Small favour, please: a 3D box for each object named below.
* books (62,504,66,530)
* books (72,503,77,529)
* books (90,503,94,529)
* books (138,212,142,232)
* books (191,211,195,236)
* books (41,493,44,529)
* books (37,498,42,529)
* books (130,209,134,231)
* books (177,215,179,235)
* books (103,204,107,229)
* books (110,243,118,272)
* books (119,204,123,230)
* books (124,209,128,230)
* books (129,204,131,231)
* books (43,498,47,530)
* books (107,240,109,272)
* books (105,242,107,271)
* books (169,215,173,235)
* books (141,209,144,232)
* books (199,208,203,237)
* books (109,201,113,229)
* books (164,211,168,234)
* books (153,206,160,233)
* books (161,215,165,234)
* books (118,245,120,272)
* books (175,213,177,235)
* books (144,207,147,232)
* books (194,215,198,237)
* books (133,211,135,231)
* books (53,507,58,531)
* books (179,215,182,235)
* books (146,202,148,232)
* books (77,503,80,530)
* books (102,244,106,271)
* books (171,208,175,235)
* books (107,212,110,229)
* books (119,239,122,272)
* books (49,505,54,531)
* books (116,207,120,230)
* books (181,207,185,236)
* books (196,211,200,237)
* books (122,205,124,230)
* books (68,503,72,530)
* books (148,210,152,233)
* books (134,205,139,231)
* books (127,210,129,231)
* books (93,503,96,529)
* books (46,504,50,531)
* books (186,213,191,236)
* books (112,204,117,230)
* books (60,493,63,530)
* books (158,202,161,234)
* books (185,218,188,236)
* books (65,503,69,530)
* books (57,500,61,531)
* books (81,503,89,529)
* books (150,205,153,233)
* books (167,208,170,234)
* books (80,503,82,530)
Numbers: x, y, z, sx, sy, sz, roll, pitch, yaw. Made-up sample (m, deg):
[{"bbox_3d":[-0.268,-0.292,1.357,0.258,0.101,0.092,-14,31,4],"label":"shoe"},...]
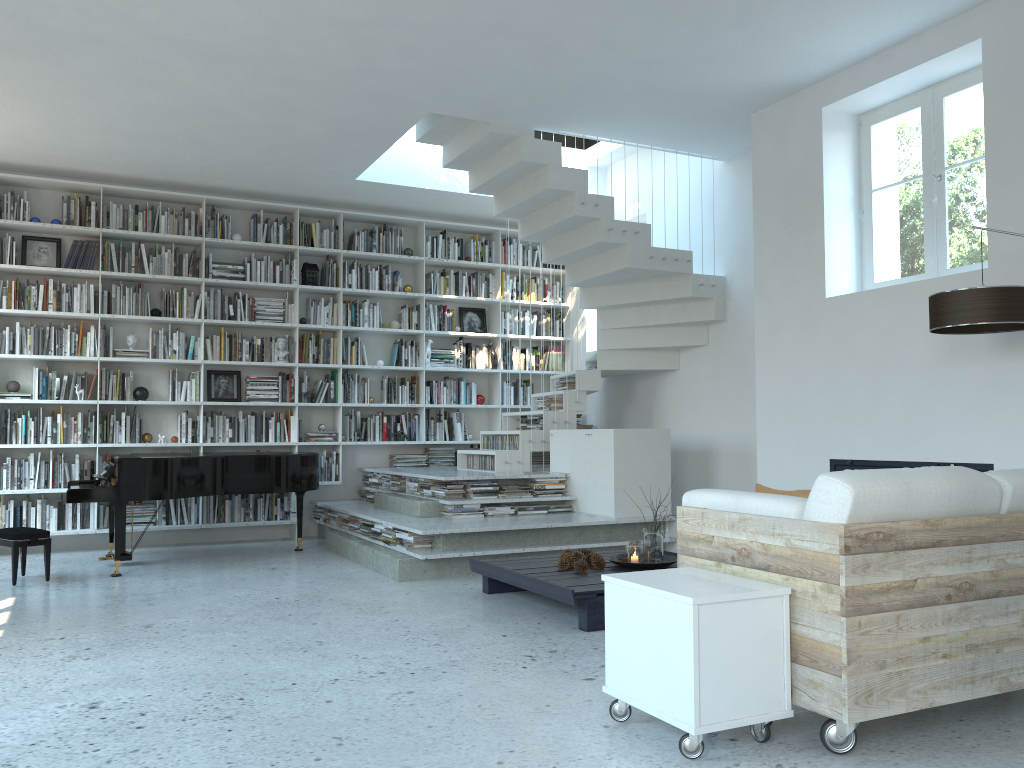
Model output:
[{"bbox_3d":[-3.810,1.127,7.540,0.024,0.214,0.137,1,-3,-26],"label":"books"},{"bbox_3d":[-3.741,1.104,7.585,0.040,0.264,0.137,1,-3,-26],"label":"books"},{"bbox_3d":[-3.620,1.100,7.636,0.027,0.276,0.143,1,-3,-26],"label":"books"},{"bbox_3d":[-3.315,-1.410,7.895,0.030,0.201,0.152,1,-3,-26],"label":"books"},{"bbox_3d":[-2.923,-1.431,8.095,0.029,0.261,0.151,1,-3,-26],"label":"books"},{"bbox_3d":[-3.953,1.078,7.469,0.014,0.304,0.139,1,-3,-26],"label":"books"},{"bbox_3d":[-3.965,1.096,7.441,0.031,0.266,0.186,1,-3,-26],"label":"books"},{"bbox_3d":[-3.383,-1.428,7.882,0.025,0.234,0.129,1,-3,-26],"label":"books"},{"bbox_3d":[-3.024,-1.408,8.013,0.013,0.207,0.178,1,-3,-26],"label":"books"},{"bbox_3d":[-3.564,-1.435,7.761,0.029,0.237,0.156,1,-3,-26],"label":"books"},{"bbox_3d":[-3.497,-1.085,7.791,0.067,0.274,0.168,1,-3,-26],"label":"books"},{"bbox_3d":[-3.453,-1.439,7.821,0.023,0.251,0.170,1,-3,-26],"label":"books"},{"bbox_3d":[-3.411,-1.417,7.822,0.029,0.208,0.178,1,-3,-26],"label":"books"},{"bbox_3d":[-3.388,-1.444,7.852,0.010,0.264,0.160,1,-3,-26],"label":"books"},{"bbox_3d":[-3.928,1.097,7.460,0.025,0.266,0.159,1,-3,-26],"label":"books"},{"bbox_3d":[-3.549,-1.102,7.783,0.014,0.309,0.130,1,-3,-26],"label":"books"},{"bbox_3d":[-3.552,-1.091,7.758,0.013,0.283,0.158,1,-3,-26],"label":"books"},{"bbox_3d":[-3.090,-1.411,8.018,0.029,0.213,0.141,1,-3,-26],"label":"books"},{"bbox_3d":[-3.294,-1.427,7.903,0.013,0.234,0.154,1,-3,-26],"label":"books"},{"bbox_3d":[-2.854,-1.444,8.109,0.026,0.288,0.176,1,-3,-26],"label":"books"},{"bbox_3d":[-3.531,-1.453,7.806,0.021,0.279,0.141,1,-3,-26],"label":"books"},{"bbox_3d":[-3.123,-1.423,7.991,0.026,0.235,0.134,1,-3,-26],"label":"books"},{"bbox_3d":[-3.192,-1.444,7.942,0.052,0.272,0.172,1,-3,-26],"label":"books"},{"bbox_3d":[-3.144,-1.401,7.970,0.031,0.190,0.181,1,-3,-26],"label":"books"},{"bbox_3d":[-3.459,-1.077,7.801,0.011,0.260,0.157,1,-3,-26],"label":"books"},{"bbox_3d":[-3.045,-1.418,8.017,0.021,0.228,0.161,1,-3,-26],"label":"books"},{"bbox_3d":[-3.269,-1.435,7.907,0.013,0.251,0.183,1,-3,-26],"label":"books"},{"bbox_3d":[-2.888,-1.414,8.087,0.026,0.225,0.172,1,-3,-26],"label":"books"},{"bbox_3d":[-3.363,-1.418,7.883,0.012,0.216,0.150,1,-3,-26],"label":"books"},{"bbox_3d":[-3.854,1.137,7.485,0.031,0.188,0.190,1,-3,-26],"label":"books"},{"bbox_3d":[-3.005,-1.404,8.019,0.026,0.200,0.187,1,-3,-26],"label":"books"},{"bbox_3d":[-3.259,-1.458,7.916,0.010,0.298,0.151,1,-3,-26],"label":"books"},{"bbox_3d":[-3.701,1.087,7.572,0.021,0.295,0.188,1,-3,-26],"label":"books"},{"bbox_3d":[-3.561,-1.078,7.737,0.023,0.256,0.175,1,-3,-26],"label":"books"},{"bbox_3d":[-3.058,-1.438,8.004,0.014,0.266,0.192,1,-3,-26],"label":"books"},{"bbox_3d":[-3.547,-1.406,7.786,0.024,0.183,0.133,1,-3,-26],"label":"books"},{"bbox_3d":[-3.445,-1.105,7.799,0.012,0.315,0.171,1,-3,-26],"label":"books"},{"bbox_3d":[-3.884,1.127,7.479,0.028,0.206,0.171,1,-3,-26],"label":"books"},{"bbox_3d":[-3.473,-1.424,7.808,0.023,0.220,0.181,1,-3,-26],"label":"books"},{"bbox_3d":[-2.987,-1.445,8.050,0.013,0.285,0.159,1,-3,-26],"label":"books"},{"bbox_3d":[-2.874,-1.434,8.104,0.014,0.267,0.171,1,-3,-26],"label":"books"},{"bbox_3d":[-3.435,-1.438,7.825,0.012,0.249,0.174,1,-3,-26],"label":"books"},{"bbox_3d":[-3.761,1.106,7.549,0.027,0.256,0.179,1,-3,-26],"label":"books"},{"bbox_3d":[-3.247,-1.426,7.934,0.029,0.235,0.130,1,-3,-26],"label":"books"},{"bbox_3d":[-3.345,-1.444,7.892,0.028,0.268,0.151,1,-3,-26],"label":"books"},{"bbox_3d":[-3.398,-1.416,7.844,0.015,0.207,0.166,1,-3,-26],"label":"books"},{"bbox_3d":[-3.581,1.120,7.607,0.017,0.233,0.212,1,-3,-26],"label":"books"},{"bbox_3d":[-3.907,1.121,7.469,0.021,0.218,0.190,1,-3,-26],"label":"books"},{"bbox_3d":[-2.944,-1.420,8.075,0.026,0.237,0.149,1,-3,-26],"label":"books"},{"bbox_3d":[-3.499,-1.442,7.800,0.031,0.254,0.145,1,-3,-26],"label":"books"},{"bbox_3d":[-3.828,1.078,7.535,0.013,0.310,0.130,1,-3,-26],"label":"books"},{"bbox_3d":[-3.168,-1.464,7.970,0.014,0.315,0.166,1,-3,-26],"label":"books"},{"bbox_3d":[-2.965,-1.395,8.052,0.031,0.184,0.177,1,-3,-26],"label":"books"},{"bbox_3d":[-3.784,1.121,7.540,0.022,0.224,0.141,1,-3,-26],"label":"books"},{"bbox_3d":[-3.830,1.109,7.499,0.023,0.244,0.188,1,-3,-26],"label":"books"},{"bbox_3d":[-3.661,1.109,7.614,0.065,0.256,0.156,1,-3,-26],"label":"books"},{"bbox_3d":[-3.222,-1.446,7.930,0.013,0.276,0.164,1,-3,-26],"label":"books"},{"bbox_3d":[-3.105,-1.439,8.002,0.014,0.269,0.156,1,-3,-26],"label":"books"},{"bbox_3d":[-3.685,1.083,7.577,0.012,0.303,0.165,1,-3,-26],"label":"books"}]
